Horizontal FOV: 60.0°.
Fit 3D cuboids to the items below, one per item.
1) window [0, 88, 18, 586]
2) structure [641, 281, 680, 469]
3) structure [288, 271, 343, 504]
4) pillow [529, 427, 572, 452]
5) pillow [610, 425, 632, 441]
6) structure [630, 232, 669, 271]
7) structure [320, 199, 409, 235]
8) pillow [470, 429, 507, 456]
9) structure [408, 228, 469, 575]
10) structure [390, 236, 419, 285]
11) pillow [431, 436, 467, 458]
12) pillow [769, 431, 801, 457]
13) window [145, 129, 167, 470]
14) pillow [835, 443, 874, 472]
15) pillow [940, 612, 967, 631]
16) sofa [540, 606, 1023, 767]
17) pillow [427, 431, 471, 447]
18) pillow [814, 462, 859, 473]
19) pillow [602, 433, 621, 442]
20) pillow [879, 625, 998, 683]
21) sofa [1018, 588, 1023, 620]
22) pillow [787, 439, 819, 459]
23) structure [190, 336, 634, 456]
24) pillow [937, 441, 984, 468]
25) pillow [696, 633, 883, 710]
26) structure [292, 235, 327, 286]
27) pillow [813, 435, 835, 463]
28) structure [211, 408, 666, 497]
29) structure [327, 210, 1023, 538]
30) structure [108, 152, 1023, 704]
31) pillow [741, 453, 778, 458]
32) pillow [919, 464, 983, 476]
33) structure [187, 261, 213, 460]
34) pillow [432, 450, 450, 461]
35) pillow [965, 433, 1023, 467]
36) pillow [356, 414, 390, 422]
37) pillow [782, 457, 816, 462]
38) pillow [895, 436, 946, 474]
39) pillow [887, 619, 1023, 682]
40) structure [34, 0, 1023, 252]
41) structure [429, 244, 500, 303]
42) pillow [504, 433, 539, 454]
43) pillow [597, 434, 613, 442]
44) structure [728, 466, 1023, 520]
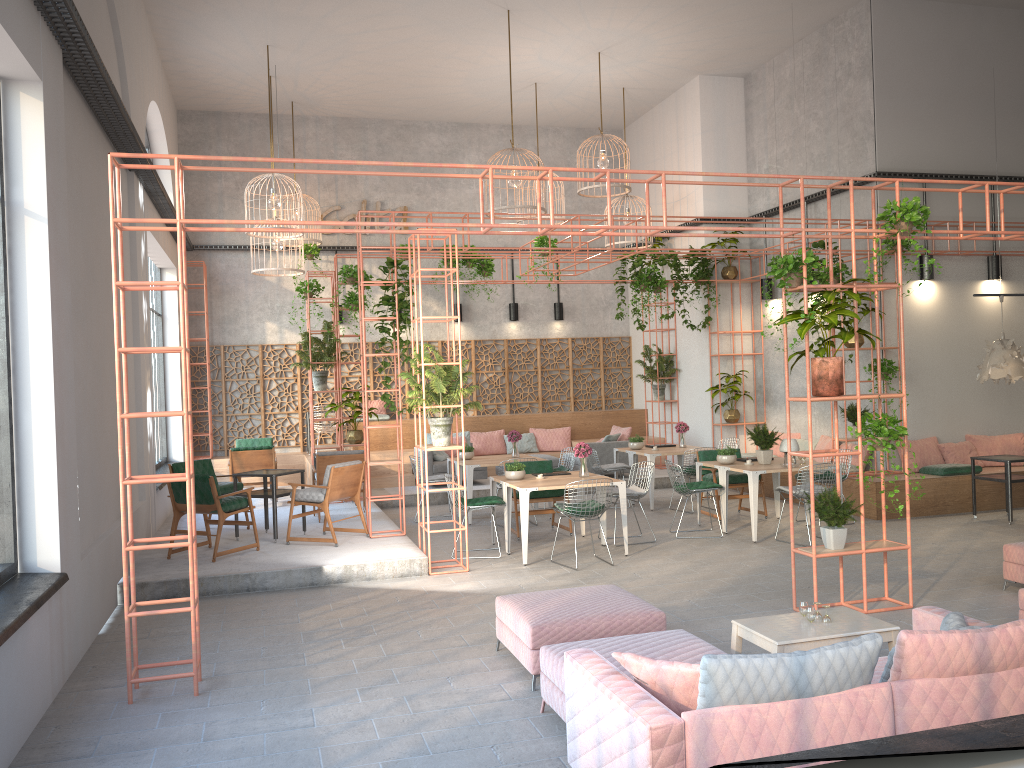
[{"bbox_3d":[-2.961,-1.488,4.061,0.089,5.538,4.127,-2,0,-16],"label":"window"},{"bbox_3d":[2.887,-0.178,17.220,0.424,3.596,0.624,-2,0,-16],"label":"structure"},{"bbox_3d":[-3.081,0.046,13.823,0.722,3.623,0.748,-2,0,-16],"label":"structure"},{"bbox_3d":[0.757,1.097,17.514,0.839,0.474,0.276,-2,0,5],"label":"pillow"},{"bbox_3d":[1.941,1.011,16.256,0.273,0.476,0.836,-2,0,-15],"label":"pillow"},{"bbox_3d":[2.688,-2.517,17.107,0.934,0.803,0.903,-2,0,-44],"label":"structure"},{"bbox_3d":[-2.947,-3.300,17.565,1.807,0.695,0.087,-2,0,-16],"label":"structure"},{"bbox_3d":[-0.476,1.142,17.169,0.839,0.474,0.276,-2,0,-25],"label":"pillow"},{"bbox_3d":[-0.798,0.180,9.538,0.424,3.602,0.624,-2,0,-16],"label":"structure"},{"bbox_3d":[-2.056,-2.328,16.982,0.605,0.972,0.587,-2,0,-17],"label":"structure"},{"bbox_3d":[-1.115,1.149,15.988,0.666,0.385,0.289,-2,0,-15],"label":"pillow"},{"bbox_3d":[4.547,1.043,15.017,0.276,0.474,0.839,-2,0,-25],"label":"pillow"},{"bbox_3d":[-5.603,-1.424,13.490,0.089,5.544,4.126,-2,0,-16],"label":"window"},{"bbox_3d":[5.048,1.080,13.158,0.289,0.385,0.666,-2,0,-20],"label":"pillow"},{"bbox_3d":[2.127,1.331,4.414,0.307,0.324,0.500,-2,0,20],"label":"pillow"},{"bbox_3d":[1.336,1.591,4.624,2.219,0.672,1.960,-2,0,-15],"label":"sofa"},{"bbox_3d":[-1.144,1.117,16.136,0.839,0.474,0.276,-2,0,-15],"label":"pillow"},{"bbox_3d":[4.684,1.232,12.985,0.491,0.149,0.637,-2,0,-15],"label":"pillow"},{"bbox_3d":[1.722,1.066,15.849,0.308,0.349,0.495,-2,0,34],"label":"pillow"},{"bbox_3d":[1.979,1.287,4.061,0.666,0.385,0.289,-2,0,-15],"label":"pillow"},{"bbox_3d":[4.737,1.469,5.578,2.219,0.672,1.960,-2,0,-15],"label":"sofa"},{"bbox_3d":[4.702,1.088,14.392,0.289,0.385,0.666,-2,0,-20],"label":"pillow"},{"bbox_3d":[-1.417,0.172,17.982,9.782,2.103,0.132,-2,0,-16],"label":"structure"},{"bbox_3d":[6.457,1.031,12.773,0.666,0.385,0.289,-2,0,-20],"label":"pillow"},{"bbox_3d":[1.131,1.288,3.679,0.836,0.476,0.273,-2,0,-15],"label":"pillow"},{"bbox_3d":[-3.777,-2.266,16.500,0.605,0.972,0.587,-2,0,-17],"label":"structure"},{"bbox_3d":[4.851,1.036,13.772,0.276,0.474,0.839,-2,0,5],"label":"pillow"},{"bbox_3d":[-1.217,1.221,16.297,9.152,1.111,3.396,-2,0,-16],"label":"structure"},{"bbox_3d":[4.389,-0.596,14.026,14.096,4.345,4.501,-2,0,-17],"label":"structure"},{"bbox_3d":[4.913,-0.029,6.329,14.689,4.247,4.157,-2,0,-16],"label":"structure"},{"bbox_3d":[4.127,1.244,14.974,0.491,0.149,0.637,-2,0,-15],"label":"pillow"},{"bbox_3d":[6.055,1.186,12.242,0.637,0.149,0.491,-2,0,-15],"label":"pillow"},{"bbox_3d":[-5.790,-0.426,16.288,0.424,3.591,0.624,-2,0,-16],"label":"structure"},{"bbox_3d":[-1.260,1.205,15.635,0.307,0.324,0.499,-2,0,20],"label":"pillow"},{"bbox_3d":[7.076,0.963,12.924,0.839,0.474,0.276,-2,0,5],"label":"pillow"},{"bbox_3d":[-2.703,0.662,17.099,0.637,0.149,0.491,-2,0,-15],"label":"pillow"},{"bbox_3d":[4.410,1.238,13.965,0.491,0.149,0.637,-2,0,-15],"label":"pillow"},{"bbox_3d":[5.831,1.007,12.620,0.839,0.474,0.276,-2,0,-25],"label":"pillow"},{"bbox_3d":[2.006,1.255,3.912,0.839,0.474,0.276,-2,0,-15],"label":"pillow"},{"bbox_3d":[3.122,-2.850,11.307,15.203,0.110,15.603,-2,0,-16],"label":"structure"},{"bbox_3d":[-0.933,-2.209,17.247,1.434,1.290,0.670,-2,0,-16],"label":"structure"},{"bbox_3d":[0.178,1.165,17.330,0.666,0.385,0.289,-2,0,-20],"label":"pillow"},{"bbox_3d":[1.654,1.086,16.299,0.441,0.317,0.479,-2,0,-34],"label":"pillow"},{"bbox_3d":[6.968,1.444,14.469,5.831,0.500,4.386,-2,0,-16],"label":"structure"}]
